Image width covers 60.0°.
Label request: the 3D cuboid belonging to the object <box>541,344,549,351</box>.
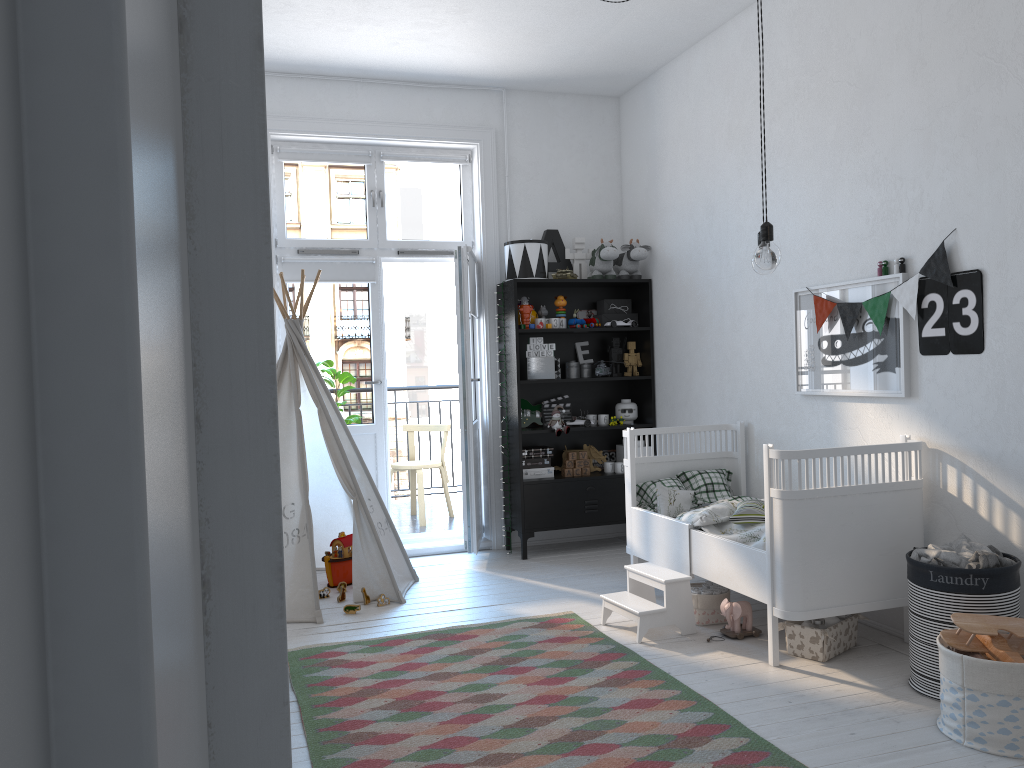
[{"bbox_3d":[0.200,-0.224,5.400,0.040,0.040,0.040,-2,1,12],"label":"object"}]

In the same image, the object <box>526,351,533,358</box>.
[{"bbox_3d":[0.105,-0.180,5.395,0.040,0.040,0.040,-2,1,-3],"label":"object"}]

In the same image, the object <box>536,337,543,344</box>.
[{"bbox_3d":[0.166,-0.263,5.397,0.040,0.040,0.040,-2,1,-8],"label":"object"}]

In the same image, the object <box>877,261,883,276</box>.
[{"bbox_3d":[1.512,-0.472,3.636,0.025,0.064,0.025,-2,2,-23],"label":"object"}]

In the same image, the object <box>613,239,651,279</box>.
[{"bbox_3d":[0.708,-0.775,5.610,0.211,0.253,0.386,-3,1,-35],"label":"object"}]

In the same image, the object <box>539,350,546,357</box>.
[{"bbox_3d":[0.187,-0.183,5.400,0.040,0.040,0.040,-2,1,-3],"label":"object"}]

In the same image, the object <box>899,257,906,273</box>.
[{"bbox_3d":[1.548,-0.471,3.519,0.025,0.064,0.025,-3,2,-25],"label":"object"}]

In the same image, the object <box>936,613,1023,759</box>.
[{"bbox_3d":[1.485,0.872,2.668,0.379,0.367,0.378,-1,2,42],"label":"object"}]

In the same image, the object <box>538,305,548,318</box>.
[{"bbox_3d":[0.197,-0.416,5.582,0.063,0.160,0.063,-3,2,-40],"label":"object"}]

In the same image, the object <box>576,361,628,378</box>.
[{"bbox_3d":[0.568,-0.095,5.610,0.367,0.106,0.349,-2,1,-17],"label":"object"}]

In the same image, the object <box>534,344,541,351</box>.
[{"bbox_3d":[0.154,-0.222,5.397,0.040,0.040,0.040,-2,1,2],"label":"object"}]

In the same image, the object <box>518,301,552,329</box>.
[{"bbox_3d":[0.097,-0.428,5.468,0.197,0.197,0.318,-2,1,-22],"label":"object"}]

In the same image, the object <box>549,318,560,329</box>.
[{"bbox_3d":[0.261,-0.369,5.433,0.067,0.067,0.067,-2,1,-17],"label":"object"}]

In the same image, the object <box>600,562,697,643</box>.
[{"bbox_3d":[0.584,0.937,3.840,0.288,0.246,0.332,-2,1,-23],"label":"object"}]

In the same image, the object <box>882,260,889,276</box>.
[{"bbox_3d":[1.520,-0.471,3.609,0.025,0.064,0.025,-2,1,-20],"label":"object"}]

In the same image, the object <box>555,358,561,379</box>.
[{"bbox_3d":[0.273,-0.101,5.671,0.070,0.135,0.028,-2,2,-19],"label":"object"}]

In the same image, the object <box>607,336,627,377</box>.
[{"bbox_3d":[0.677,-0.177,5.699,0.117,0.259,0.081,-2,1,-18],"label":"object"}]

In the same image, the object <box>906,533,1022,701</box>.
[{"bbox_3d":[1.540,0.784,3.029,0.345,0.513,0.346,-3,1,-28],"label":"object"}]

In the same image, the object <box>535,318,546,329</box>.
[{"bbox_3d":[0.173,-0.366,5.420,0.067,0.067,0.067,-2,1,-17],"label":"object"}]

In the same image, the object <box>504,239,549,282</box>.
[{"bbox_3d":[0.100,-0.761,5.532,0.272,0.259,0.395,-2,1,10],"label":"object"}]

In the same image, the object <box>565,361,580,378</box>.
[{"bbox_3d":[0.388,-0.093,5.673,0.095,0.110,0.095,-2,1,-14],"label":"object"}]

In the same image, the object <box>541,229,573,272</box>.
[{"bbox_3d":[0.257,-0.810,5.661,0.343,0.344,0.057,-2,1,-18],"label":"object"}]

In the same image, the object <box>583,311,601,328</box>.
[{"bbox_3d":[0.498,-0.408,5.596,0.122,0.112,0.087,-1,2,42],"label":"object"}]

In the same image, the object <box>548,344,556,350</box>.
[{"bbox_3d":[0.244,-0.225,5.402,0.040,0.040,0.040,-2,1,7],"label":"object"}]

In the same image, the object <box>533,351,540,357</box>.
[{"bbox_3d":[0.143,-0.182,5.405,0.040,0.040,0.040,-2,1,-13],"label":"object"}]

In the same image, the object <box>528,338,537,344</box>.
[{"bbox_3d":[0.125,-0.262,5.394,0.040,0.040,0.040,-2,1,-13],"label":"object"}]

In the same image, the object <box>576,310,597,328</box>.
[{"bbox_3d":[0.589,-0.420,5.791,0.347,0.132,0.037,-2,1,-18],"label":"object"}]

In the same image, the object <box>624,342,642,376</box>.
[{"bbox_3d":[0.769,-0.160,5.664,0.114,0.221,0.052,-2,1,-19],"label":"object"}]

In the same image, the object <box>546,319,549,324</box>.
[{"bbox_3d":[0.210,-0.368,5.478,0.067,0.067,0.067,-3,2,-44],"label":"object"}]

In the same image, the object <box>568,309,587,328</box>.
[{"bbox_3d":[0.408,-0.404,5.522,0.121,0.126,0.087,-3,2,-41],"label":"object"}]

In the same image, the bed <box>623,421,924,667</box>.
[{"bbox_3d":[1.088,0.625,3.971,0.670,0.833,1.404,-2,1,-18],"label":"bed"}]

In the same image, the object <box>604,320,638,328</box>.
[{"bbox_3d":[0.683,-0.375,5.565,0.230,0.048,0.098,-2,1,-28],"label":"object"}]

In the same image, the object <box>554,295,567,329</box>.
[{"bbox_3d":[0.302,-0.444,5.487,0.077,0.213,0.077,-1,1,15],"label":"object"}]

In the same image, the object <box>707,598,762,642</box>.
[{"bbox_3d":[0.908,0.977,3.694,0.254,0.152,0.125,-2,1,-19],"label":"object"}]

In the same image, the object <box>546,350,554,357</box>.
[{"bbox_3d":[0.233,-0.185,5.403,0.040,0.040,0.040,-2,1,12],"label":"object"}]

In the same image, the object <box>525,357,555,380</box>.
[{"bbox_3d":[0.172,-0.095,5.437,0.170,0.138,0.124,-2,1,-3],"label":"object"}]

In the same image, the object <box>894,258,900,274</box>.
[{"bbox_3d":[1.540,-0.471,3.542,0.025,0.064,0.025,-2,2,-23],"label":"object"}]

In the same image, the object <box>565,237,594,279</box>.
[{"bbox_3d":[0.432,-0.789,5.688,0.190,0.290,0.065,-2,1,-13],"label":"object"}]

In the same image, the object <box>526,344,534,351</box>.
[{"bbox_3d":[0.109,-0.221,5.394,0.040,0.040,0.040,-2,1,-8],"label":"object"}]

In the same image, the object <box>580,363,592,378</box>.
[{"bbox_3d":[0.508,-0.088,5.625,0.078,0.091,0.246,-2,1,-24],"label":"object"}]

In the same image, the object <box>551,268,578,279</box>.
[{"bbox_3d":[0.320,-0.687,5.491,0.121,0.100,0.338,-2,1,17],"label":"object"}]

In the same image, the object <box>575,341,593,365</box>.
[{"bbox_3d":[0.466,-0.201,5.742,0.107,0.151,0.055,-2,1,-18],"label":"object"}]

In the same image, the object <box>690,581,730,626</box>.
[{"bbox_3d":[0.863,0.976,3.964,0.215,0.148,0.240,-2,1,-11],"label":"object"}]

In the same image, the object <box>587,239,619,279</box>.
[{"bbox_3d":[0.565,-0.769,5.558,0.154,0.253,0.370,-2,1,-10],"label":"object"}]

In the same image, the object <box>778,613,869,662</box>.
[{"bbox_3d":[1.220,0.963,3.485,0.360,0.163,0.242,-3,2,-43],"label":"object"}]

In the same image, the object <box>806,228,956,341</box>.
[{"bbox_3d":[1.493,-0.391,3.684,0.058,0.415,0.904,-2,1,-19],"label":"object"}]

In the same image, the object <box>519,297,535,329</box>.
[{"bbox_3d":[0.088,-0.431,5.391,0.105,0.203,0.072,-2,1,-11],"label":"object"}]
